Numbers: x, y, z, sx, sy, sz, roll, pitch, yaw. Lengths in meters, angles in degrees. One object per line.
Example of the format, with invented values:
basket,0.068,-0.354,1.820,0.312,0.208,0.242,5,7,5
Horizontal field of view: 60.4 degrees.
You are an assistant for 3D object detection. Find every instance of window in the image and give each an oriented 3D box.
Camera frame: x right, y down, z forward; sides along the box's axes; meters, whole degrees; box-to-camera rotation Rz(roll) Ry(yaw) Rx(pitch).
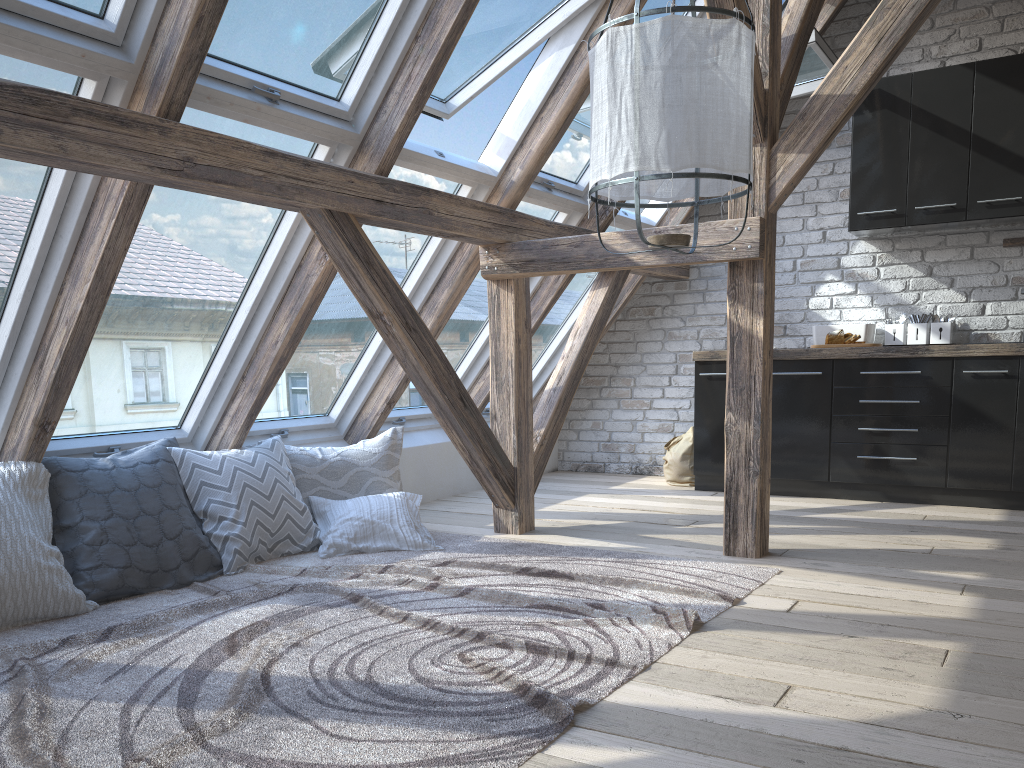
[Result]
window,0.216,-0.397,5.539,1.093,1.296,0.845,2,7,31
window,0.990,-1.596,4.878,1.517,1.295,0.845,2,7,31
window,0.040,-1.540,3.322,1.403,1.296,0.845,2,7,31
window,-1.225,-0.311,3.215,1.093,1.296,0.845,2,7,31
window,-0.878,-1.483,1.747,1.093,1.296,0.845,2,7,31
window,-0.265,-0.368,4.764,1.093,1.296,0.845,2,7,31
window,-0.398,-1.511,2.522,1.093,1.296,0.845,2,7,31
window,-1.705,-0.283,2.441,1.093,1.296,0.845,2,7,31
window,-0.745,-0.340,3.990,1.093,1.296,0.845,2,7,31
window,0.562,-1.568,4.071,1.093,1.296,0.845,2,7,31

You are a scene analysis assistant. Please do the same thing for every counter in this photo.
counter,2.441,0.242,3.894,3.804,0.864,2.221,0,3,31

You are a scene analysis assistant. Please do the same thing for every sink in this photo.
sink,2.687,-0.243,4.620,0.525,0.523,0.509,2,6,31

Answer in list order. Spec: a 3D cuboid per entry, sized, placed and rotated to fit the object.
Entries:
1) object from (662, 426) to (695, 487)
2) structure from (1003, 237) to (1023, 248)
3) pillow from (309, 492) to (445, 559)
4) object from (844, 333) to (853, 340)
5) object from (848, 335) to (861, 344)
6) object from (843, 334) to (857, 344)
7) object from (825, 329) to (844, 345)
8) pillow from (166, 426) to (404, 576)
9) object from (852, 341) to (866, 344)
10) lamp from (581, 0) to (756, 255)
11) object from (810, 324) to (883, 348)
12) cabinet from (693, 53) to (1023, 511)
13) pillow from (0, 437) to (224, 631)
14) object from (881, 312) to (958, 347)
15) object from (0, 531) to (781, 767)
object,1.120,0.455,5.742,0.336,0.395,0.389,-5,6,-33
structure,3.089,-0.777,4.584,0.930,0.046,0.080,0,3,31
pillow,-0.615,0.626,3.927,0.535,0.245,0.470,-2,3,-17
object,1.901,-0.256,4.996,0.074,0.068,0.078,-1,4,4
object,1.925,-0.249,4.946,0.073,0.056,0.082,-1,4,8
object,1.897,-0.250,4.938,0.072,0.058,0.082,-1,4,7
object,1.817,-0.263,4.960,0.090,0.089,0.085,0,5,9
pillow,-0.962,0.492,3.958,0.499,0.541,1.145,3,5,37
object,1.955,-0.231,4.950,0.068,0.017,0.076,-1,2,9
lamp,0.381,-1.287,2.080,0.406,1.924,0.394,-4,8,-17
object,1.933,-0.277,5.091,0.381,0.135,0.584,0,2,20
cabinet,2.635,-0.593,3.724,4.205,2.545,2.070,1,6,31
pillow,-1.574,0.497,3.051,0.466,0.571,1.261,3,4,33
object,2.345,-0.318,5.058,0.404,0.204,0.145,1,6,33
object,-0.736,0.733,2.597,2.183,0.057,3.158,0,2,32
